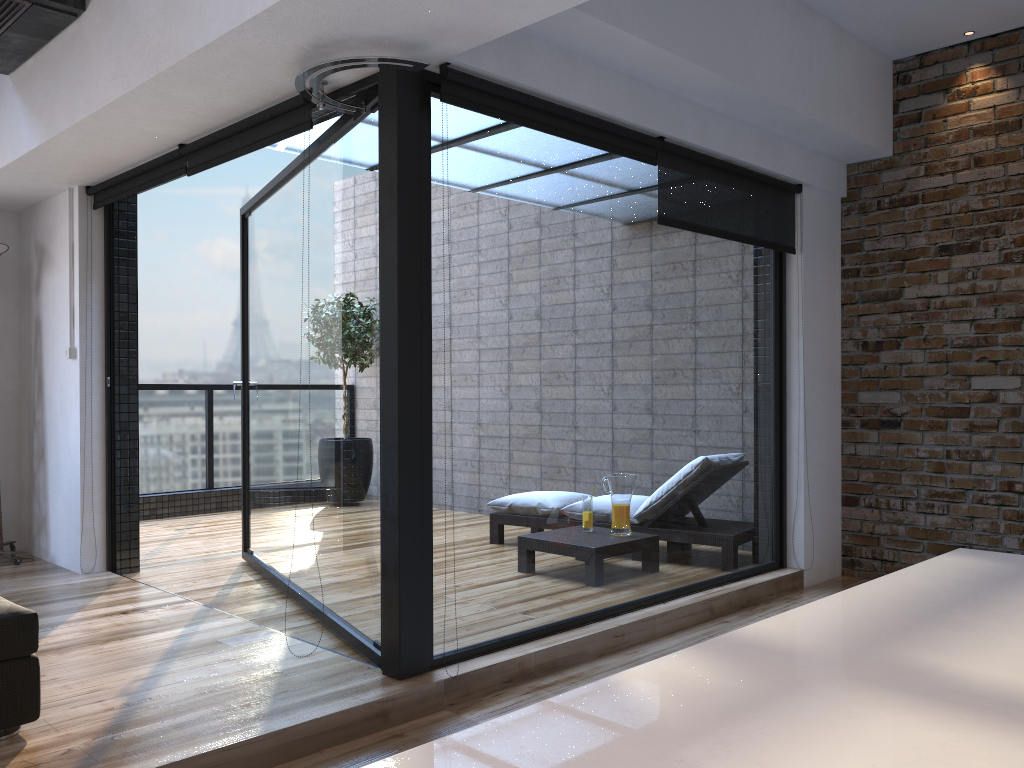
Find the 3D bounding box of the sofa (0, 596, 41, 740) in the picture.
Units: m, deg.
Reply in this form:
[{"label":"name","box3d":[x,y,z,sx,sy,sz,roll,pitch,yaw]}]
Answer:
[{"label":"sofa","box3d":[-3.444,0.638,2.474,2.999,0.700,3.044,-1,-1,45]}]

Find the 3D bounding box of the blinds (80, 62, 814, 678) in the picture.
[{"label":"blinds","box3d":[-0.338,-0.035,3.831,3.861,2.052,1.828,0,0,-1]}]

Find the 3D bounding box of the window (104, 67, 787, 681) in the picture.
[{"label":"window","box3d":[-4.225,-1.598,1.716,5.663,5.567,13.397,0,0,45]}]

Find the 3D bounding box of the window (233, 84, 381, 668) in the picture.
[{"label":"window","box3d":[-1.014,-0.014,4.127,0.100,2.051,2.448,0,0,-28]}]

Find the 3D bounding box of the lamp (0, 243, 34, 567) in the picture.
[{"label":"lamp","box3d":[-3.181,0.098,4.591,0.425,1.827,1.468,0,0,30]}]
